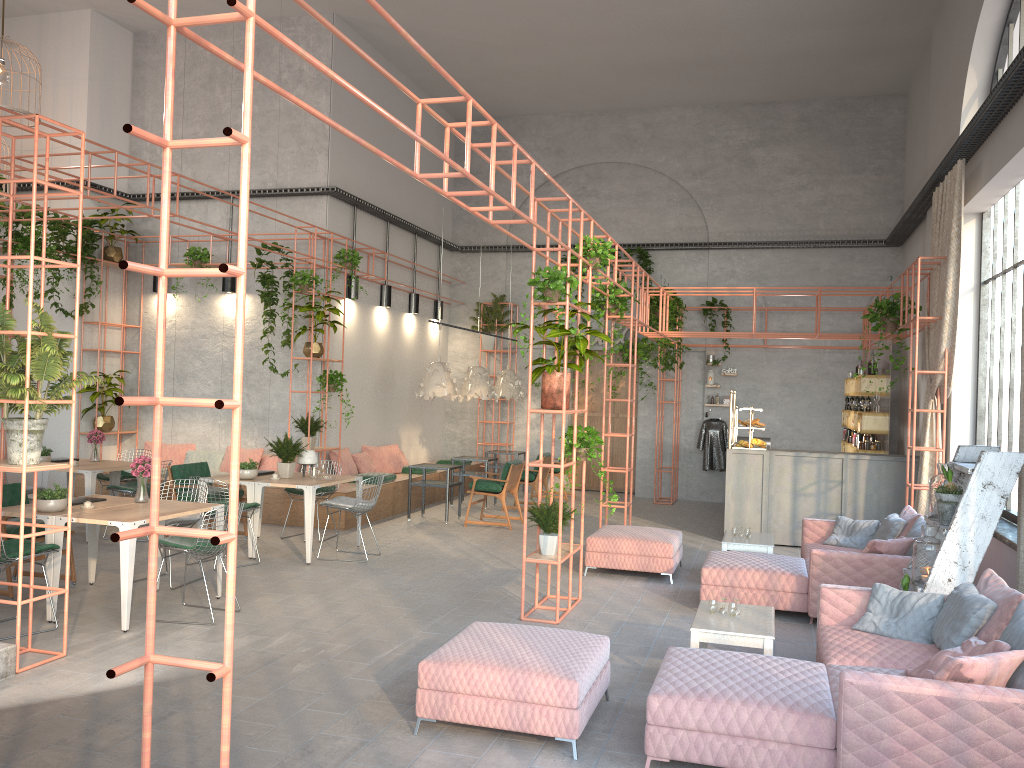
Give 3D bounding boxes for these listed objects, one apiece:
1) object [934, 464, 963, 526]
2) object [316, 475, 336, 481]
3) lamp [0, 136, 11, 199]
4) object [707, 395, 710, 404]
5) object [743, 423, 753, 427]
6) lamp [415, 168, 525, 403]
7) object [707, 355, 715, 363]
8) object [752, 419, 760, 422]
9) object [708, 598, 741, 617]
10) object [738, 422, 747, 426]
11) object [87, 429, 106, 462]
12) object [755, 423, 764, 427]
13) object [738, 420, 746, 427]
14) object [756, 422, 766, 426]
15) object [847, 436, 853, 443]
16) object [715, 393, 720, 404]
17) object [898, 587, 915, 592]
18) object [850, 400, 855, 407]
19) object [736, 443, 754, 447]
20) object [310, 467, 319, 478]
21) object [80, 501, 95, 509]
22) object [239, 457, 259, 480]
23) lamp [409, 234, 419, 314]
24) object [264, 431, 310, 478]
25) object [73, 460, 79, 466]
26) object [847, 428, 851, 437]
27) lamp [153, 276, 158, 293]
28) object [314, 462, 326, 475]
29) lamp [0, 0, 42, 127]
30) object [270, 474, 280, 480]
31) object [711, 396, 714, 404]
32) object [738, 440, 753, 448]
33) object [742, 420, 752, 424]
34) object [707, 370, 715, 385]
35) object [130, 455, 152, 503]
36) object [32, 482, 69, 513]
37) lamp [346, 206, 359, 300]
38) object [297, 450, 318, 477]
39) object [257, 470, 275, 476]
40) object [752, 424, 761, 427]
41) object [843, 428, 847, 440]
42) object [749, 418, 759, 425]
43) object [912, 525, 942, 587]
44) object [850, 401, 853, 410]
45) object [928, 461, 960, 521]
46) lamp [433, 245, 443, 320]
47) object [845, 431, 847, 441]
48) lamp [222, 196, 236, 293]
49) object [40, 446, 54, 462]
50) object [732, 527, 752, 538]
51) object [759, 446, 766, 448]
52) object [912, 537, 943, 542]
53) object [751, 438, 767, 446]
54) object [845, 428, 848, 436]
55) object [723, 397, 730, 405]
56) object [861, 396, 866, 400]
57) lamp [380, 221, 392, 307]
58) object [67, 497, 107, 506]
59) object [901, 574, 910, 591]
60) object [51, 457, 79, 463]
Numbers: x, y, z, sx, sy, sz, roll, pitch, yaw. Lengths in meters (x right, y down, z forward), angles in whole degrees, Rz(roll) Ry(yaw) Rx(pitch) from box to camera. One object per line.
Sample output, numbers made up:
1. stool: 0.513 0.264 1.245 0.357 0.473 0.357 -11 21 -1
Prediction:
1. object: 3.234 0.810 6.545 0.212 0.457 0.217 2 -1 33
2. object: -2.095 1.058 9.984 0.218 0.041 0.218 2 0 25
3. lamp: -7.364 -4.359 12.214 0.883 3.476 0.883 2 0 -21
4. object: 3.599 0.283 16.204 0.055 0.164 0.092 2 -1 35
5. object: 3.233 0.551 12.153 0.146 0.064 0.101 2 0 12
6. lamp: -0.510 -1.720 14.627 0.704 4.052 4.456 2 0 16
7. object: 3.632 -0.457 16.183 0.133 0.145 0.133 2 0 -22
8. object: 3.355 0.522 12.267 0.149 0.081 0.088 2 0 1
9. object: 1.445 1.539 6.025 0.199 0.145 0.156 2 0 31
10. object: 3.196 0.555 12.275 0.129 0.060 0.100 2 0 19
11. object: -5.279 0.780 11.239 0.213 0.414 0.225 2 0 9
12. object: 3.375 0.554 12.108 0.132 0.051 0.099 2 0 14
13. object: 3.159 0.536 12.184 0.111 0.092 0.098 2 0 16
14. object: 3.383 0.543 12.077 0.152 0.058 0.095 2 0 7
15. object: 5.472 0.896 14.307 0.115 0.107 0.115 2 0 -17
16. object: 3.740 0.267 16.150 0.081 0.204 0.081 2 0 17
17. object: 2.990 1.719 6.753 0.208 0.320 0.192 2 0 22
18. object: 5.506 0.347 14.314 0.083 0.159 0.083 2 0 26
19. object: 3.217 0.843 12.264 0.243 0.062 0.091 2 0 10
20. object: -2.266 1.014 10.154 0.095 0.119 0.095 2 -1 41
21. object: -3.518 1.002 7.352 0.115 0.073 0.115 2 0 11
22. object: -2.935 0.930 9.802 0.248 0.247 0.254 2 0 16
23. lamp: -1.736 -1.969 15.834 0.185 1.425 0.179 2 0 16
24. object: -2.574 0.802 10.067 0.438 0.527 0.368 2 0 16
25. object: -5.260 0.948 10.649 0.115 0.078 0.115 2 0 22
26. object: 5.602 0.810 14.739 0.066 0.291 0.066 2 0 1
27. lamp: -5.320 -2.104 13.444 0.179 1.425 0.185 2 0 16
28. object: -2.238 1.003 10.369 0.165 0.154 0.210 2 0 6
29. lamp: -6.142 -4.967 10.731 0.883 3.476 0.883 2 0 -21
30. object: -2.639 1.028 9.876 0.115 0.078 0.115 2 0 22
31. object: 3.655 0.291 16.166 0.063 0.151 0.063 2 0 3
32. object: 3.208 0.824 12.183 0.089 0.095 0.237 2 -1 -39
33. object: 3.210 0.516 12.110 0.138 0.050 0.093 2 0 32
34. object: 3.630 -0.153 16.186 0.136 0.336 0.145 2 0 31
35. object: -3.243 0.834 7.781 0.213 0.414 0.225 2 0 9
36. object: -3.705 0.911 7.127 0.247 0.247 0.252 2 0 16
37. lamp: -2.415 -2.008 13.527 0.185 1.425 0.179 2 0 16
38. object: -2.387 0.927 10.331 0.241 0.313 0.241 2 0 -29
39. object: -2.999 1.040 10.356 0.268 0.031 0.427 2 0 16
40. object: 3.335 0.561 12.132 0.151 0.052 0.097 2 0 19
41. object: 5.734 0.860 15.254 0.070 0.209 0.070 2 0 7
42. object: 3.300 0.511 12.081 0.142 0.087 0.094 2 0 24
43. object: 3.036 1.251 6.464 0.219 0.430 0.216 2 0 10
44. object: 5.532 0.348 14.402 0.083 0.159 0.083 2 0 26
45. object: 3.312 0.791 6.793 0.216 0.500 0.216 2 -1 -41
46. lamp: -1.394 -1.949 16.993 0.185 1.425 0.179 2 0 16
47. object: 5.716 0.980 15.116 0.084 0.529 0.711 2 0 19
48. lamp: -4.161 -2.068 13.102 0.179 1.425 0.185 2 0 16
49. object: -5.642 0.848 10.600 0.248 0.247 0.254 2 0 16
50. object: 2.444 1.597 9.416 0.199 0.145 0.156 2 0 31
51. object: 3.383 0.822 12.215 0.232 0.110 0.090 2 -1 37
52. object: 3.132 1.322 6.682 0.223 0.297 0.223 2 -1 36
53. object: 3.366 0.798 12.128 0.240 0.104 0.073 2 0 -2
54. object: 5.652 0.835 14.916 0.072 0.248 0.094 2 0 16
55. object: 3.945 0.306 16.089 0.219 0.149 0.129 2 0 16
56. object: 5.553 0.290 14.027 0.075 0.273 0.075 2 0 -17
57. lamp: -2.074 -1.989 14.686 0.185 1.425 0.179 2 0 16
58. object: -3.769 1.020 7.680 0.268 0.031 0.427 2 0 16
59. object: 2.895 1.639 6.525 0.225 0.464 0.236 2 0 -5
60. object: -5.706 0.957 11.154 0.268 0.031 0.427 2 0 16
